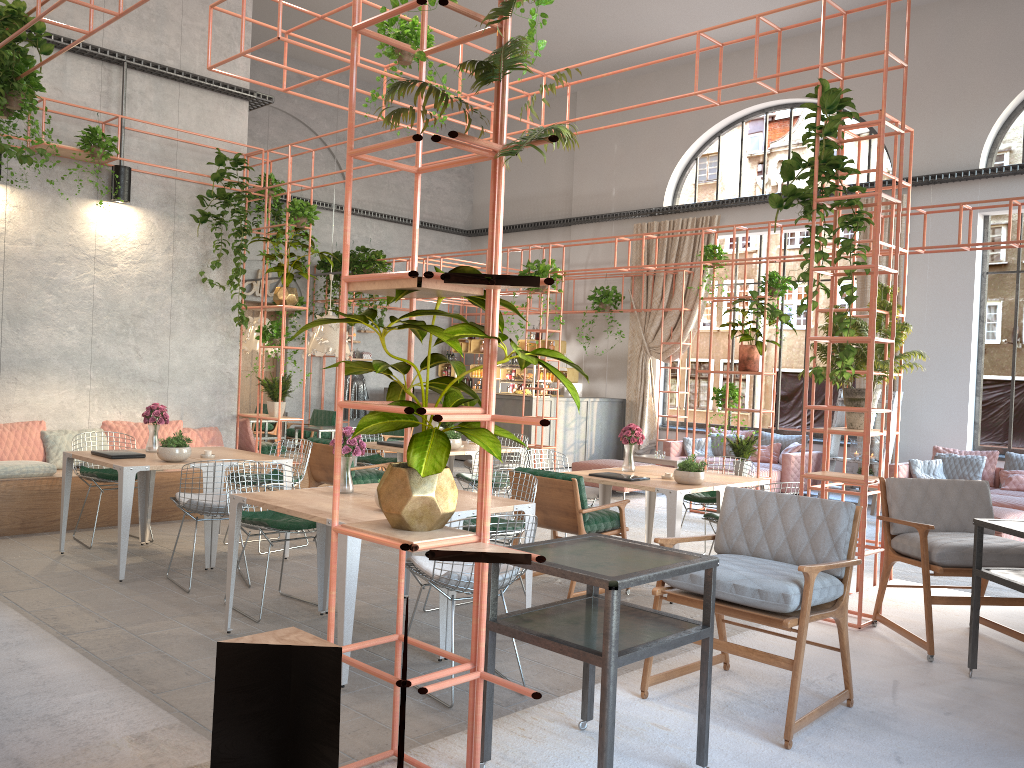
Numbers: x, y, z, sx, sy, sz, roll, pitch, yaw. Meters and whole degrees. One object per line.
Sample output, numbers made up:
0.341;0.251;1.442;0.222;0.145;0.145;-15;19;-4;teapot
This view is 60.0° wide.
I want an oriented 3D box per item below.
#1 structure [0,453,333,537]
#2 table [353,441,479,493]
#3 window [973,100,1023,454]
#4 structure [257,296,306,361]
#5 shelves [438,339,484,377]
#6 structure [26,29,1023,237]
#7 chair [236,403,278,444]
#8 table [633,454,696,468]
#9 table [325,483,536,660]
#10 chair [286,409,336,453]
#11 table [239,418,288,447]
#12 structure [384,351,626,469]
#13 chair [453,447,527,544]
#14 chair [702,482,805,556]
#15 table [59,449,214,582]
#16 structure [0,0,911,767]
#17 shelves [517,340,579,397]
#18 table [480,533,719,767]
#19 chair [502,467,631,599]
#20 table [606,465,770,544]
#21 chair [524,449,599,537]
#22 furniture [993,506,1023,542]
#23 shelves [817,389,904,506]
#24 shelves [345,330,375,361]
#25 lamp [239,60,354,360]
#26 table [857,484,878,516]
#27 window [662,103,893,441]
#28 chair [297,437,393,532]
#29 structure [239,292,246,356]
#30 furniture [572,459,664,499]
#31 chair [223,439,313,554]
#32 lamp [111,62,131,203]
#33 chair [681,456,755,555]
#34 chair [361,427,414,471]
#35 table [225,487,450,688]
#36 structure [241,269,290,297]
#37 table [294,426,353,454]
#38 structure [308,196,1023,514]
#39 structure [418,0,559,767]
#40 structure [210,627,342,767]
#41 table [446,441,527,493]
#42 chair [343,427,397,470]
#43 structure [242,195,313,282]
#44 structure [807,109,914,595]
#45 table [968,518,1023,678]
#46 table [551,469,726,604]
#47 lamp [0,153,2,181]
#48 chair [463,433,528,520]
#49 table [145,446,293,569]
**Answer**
-5.598;1.012;10.860;5.831;0.500;4.386;3;1;44;structure
-1.014;1.050;9.030;1.205;0.830;0.694;3;1;44;table
8.209;-1.718;11.288;4.126;5.544;0.089;3;1;44;window
-4.293;-1.200;16.652;0.921;1.527;0.950;3;1;43;structure
-0.860;-0.014;18.685;1.750;1.838;0.328;3;1;44;shelves
-0.838;-3.206;9.191;15.203;0.110;15.603;3;1;44;structure
-4.355;0.801;14.997;0.722;0.930;0.685;3;1;44;chair
2.288;1.341;13.442;0.916;0.455;0.520;3;1;44;table
-0.544;1.111;5.600;1.214;0.830;0.694;3;1;44;table
-3.115;0.869;13.788;0.722;0.930;0.685;3;1;44;chair
-3.762;0.917;13.117;0.602;0.798;0.635;3;1;44;table
-0.211;0.398;17.187;4.057;2.022;2.579;3;1;44;structure
-0.220;1.045;8.540;0.565;0.941;0.717;2;1;-29;chair
1.785;1.154;6.611;0.565;0.941;0.717;2;1;-29;chair
-2.983;0.990;7.007;1.205;0.830;0.694;3;1;44;table
-3.875;-1.023;8.886;14.096;4.345;4.501;3;1;43;structure
0.514;0.061;17.346;1.750;1.838;0.328;3;1;44;shelves
0.312;1.008;3.184;0.602;0.798;0.635;3;1;44;table
0.413;1.099;6.650;0.722;0.917;0.685;3;1;44;chair
1.472;1.185;7.603;1.214;0.830;0.694;3;1;44;table
0.450;1.081;7.901;0.565;0.941;0.717;2;1;-44;chair
4.784;1.498;9.360;0.976;0.446;0.941;3;1;44;furniture
5.045;0.891;12.845;0.842;1.618;0.856;3;1;44;shelves
-3.022;-0.861;17.682;0.186;0.790;0.560;3;1;44;shelves
-3.661;-2.416;13.101;4.456;4.052;0.704;3;1;44;lamp
4.818;1.482;10.977;0.916;0.455;0.520;3;1;44;table
4.398;-1.928;15.002;4.127;5.538;0.089;3;1;44;window
-1.591;0.990;8.579;0.722;0.917;0.685;3;1;44;chair
-5.183;-1.246;15.675;0.921;1.527;0.950;2;1;-12;structure
1.492;1.318;12.567;0.976;0.446;0.941;3;1;44;furniture
-2.161;0.970;7.881;0.565;0.941;0.717;3;1;41;chair
-4.009;-2.601;9.149;0.185;1.425;0.179;3;1;44;lamp
1.811;1.138;7.976;0.565;0.941;0.717;3;1;41;chair
-1.848;0.938;12.553;0.722;0.929;0.685;3;1;44;chair
-1.025;1.097;5.099;1.205;0.830;0.694;3;1;44;table
-4.622;-1.840;16.140;0.063;0.505;1.312;3;1;44;structure
-2.506;0.985;11.893;0.602;0.798;0.635;3;1;44;table
2.504;-0.244;13.192;14.689;4.247;4.157;3;1;44;structure
0.037;-0.400;2.516;0.722;3.623;0.748;3;1;44;structure
-3.064;0.713;2.867;9.152;1.111;3.396;3;1;44;structure
-0.532;1.064;9.532;1.214;0.830;0.694;3;1;44;table
-1.554;0.972;9.829;0.565;0.941;0.717;2;1;-44;chair
-4.506;-2.673;16.060;0.856;1.514;1.939;3;1;38;structure
2.593;-0.141;6.639;0.424;3.602;0.624;3;1;44;structure
2.636;1.095;4.208;0.602;0.798;0.635;2;1;-6;table
0.989;1.171;7.101;1.205;0.830;0.694;3;1;44;table
-4.852;-2.626;8.283;0.185;1.425;0.179;3;1;44;lamp
-0.193;1.030;9.904;0.565;0.941;0.717;3;1;41;chair
-2.500;1.005;7.509;1.214;0.830;0.694;3;1;44;table
